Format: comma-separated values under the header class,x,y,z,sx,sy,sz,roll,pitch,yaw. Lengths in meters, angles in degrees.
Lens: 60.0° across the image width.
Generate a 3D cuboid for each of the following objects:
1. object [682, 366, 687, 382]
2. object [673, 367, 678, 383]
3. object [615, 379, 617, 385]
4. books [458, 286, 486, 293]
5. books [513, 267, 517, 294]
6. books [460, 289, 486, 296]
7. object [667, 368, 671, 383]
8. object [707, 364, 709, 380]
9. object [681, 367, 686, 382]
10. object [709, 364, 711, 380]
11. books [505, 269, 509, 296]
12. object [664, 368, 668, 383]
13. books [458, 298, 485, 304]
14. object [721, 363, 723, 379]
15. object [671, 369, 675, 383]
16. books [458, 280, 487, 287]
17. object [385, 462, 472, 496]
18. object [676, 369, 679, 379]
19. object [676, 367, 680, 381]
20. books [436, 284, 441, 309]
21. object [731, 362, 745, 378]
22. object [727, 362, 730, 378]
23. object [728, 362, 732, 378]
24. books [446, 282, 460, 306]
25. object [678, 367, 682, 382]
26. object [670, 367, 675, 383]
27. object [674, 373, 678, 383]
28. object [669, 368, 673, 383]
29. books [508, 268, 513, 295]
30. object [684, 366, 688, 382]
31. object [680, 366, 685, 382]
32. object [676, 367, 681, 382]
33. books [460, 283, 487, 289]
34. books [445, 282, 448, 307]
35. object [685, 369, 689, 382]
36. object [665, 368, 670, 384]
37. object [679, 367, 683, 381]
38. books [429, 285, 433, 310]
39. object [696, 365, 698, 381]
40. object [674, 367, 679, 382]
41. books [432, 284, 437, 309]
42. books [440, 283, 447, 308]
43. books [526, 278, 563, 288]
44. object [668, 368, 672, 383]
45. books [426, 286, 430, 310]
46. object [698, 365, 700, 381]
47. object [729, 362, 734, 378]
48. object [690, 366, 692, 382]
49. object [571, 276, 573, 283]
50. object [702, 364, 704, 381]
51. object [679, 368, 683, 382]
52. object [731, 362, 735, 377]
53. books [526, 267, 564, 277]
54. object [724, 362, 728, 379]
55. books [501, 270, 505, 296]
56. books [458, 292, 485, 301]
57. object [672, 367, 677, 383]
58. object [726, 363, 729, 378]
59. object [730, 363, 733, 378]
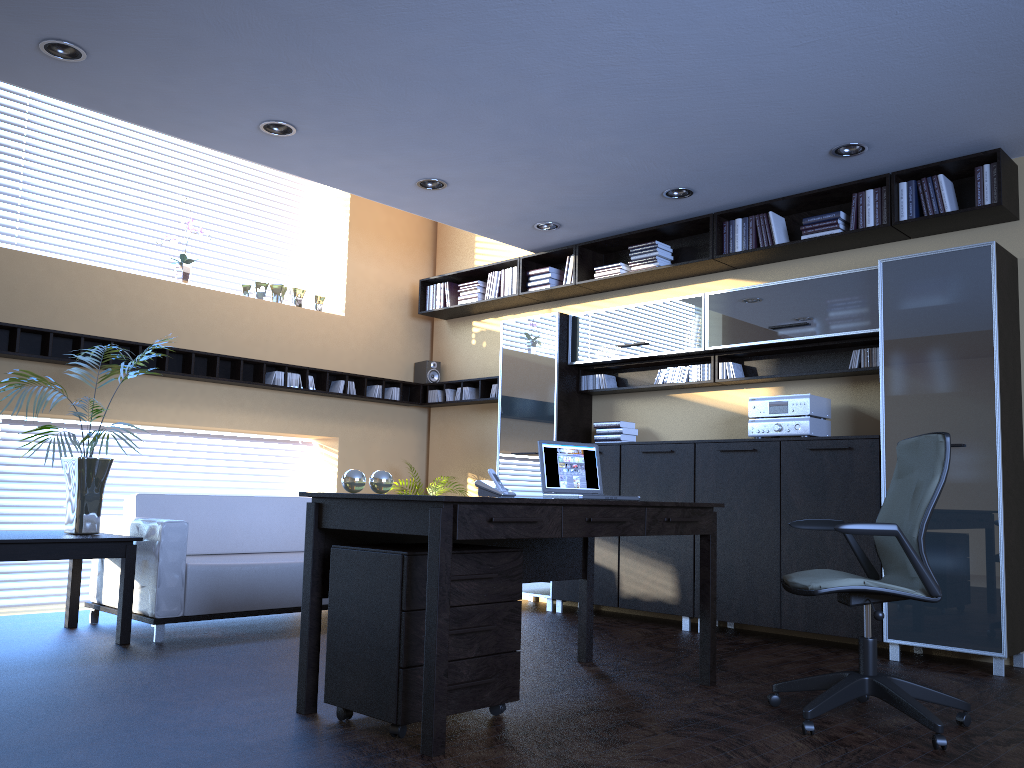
class,x,y,z,sx,sy,sz,roll,pitch,yaw
object,1.342,-0.066,6.689,0.040,0.118,0.142,-4,-9,43
object,1.284,-0.060,6.746,0.040,0.118,0.142,-4,-9,44
object,0.804,-0.013,7.203,0.036,0.115,0.140,-4,-9,43
books,-0.344,-0.868,8.290,0.259,0.028,0.208,-5,-10,44
books,0.092,-0.893,7.877,0.050,0.258,0.208,-4,-8,43
books,-0.323,-0.838,8.295,0.259,0.028,0.208,-5,-10,43
object,1.240,-0.056,6.786,0.036,0.115,0.140,-4,-9,43
object,1.483,-0.079,6.551,0.009,0.120,0.142,-4,-9,43
object,1.335,-0.065,6.697,0.040,0.118,0.142,-4,-9,43
object,1.495,-0.081,6.535,0.009,0.120,0.142,-4,-9,43
books,0.021,-0.885,7.954,0.050,0.258,0.208,-4,-8,43
object,1.222,-0.055,6.798,0.040,0.118,0.142,-4,-9,43
books,-0.339,-0.748,8.276,0.259,0.050,0.208,-5,-10,44
object,1.567,-0.088,6.467,0.009,0.120,0.142,-4,-9,43
object,1.269,-0.059,6.759,0.036,0.115,0.140,-4,-9,43
books,-0.339,-0.922,8.313,0.258,0.028,0.208,-5,-10,43
object,-0.775,1.289,8.050,0.841,1.237,0.691,3,-6,-13
object,1.298,-0.061,6.731,0.040,0.118,0.142,-4,-9,43
object,1.296,-0.062,6.729,0.036,0.115,0.140,-4,-9,43
books,-0.641,-0.824,8.579,0.050,0.258,0.208,-4,-8,44
object,1.636,-0.092,6.413,0.040,0.118,0.142,-4,-9,43
object,1.607,-0.091,6.435,0.030,0.119,0.142,-4,-9,43
object,1.615,-0.091,6.428,0.030,0.119,0.142,-4,-9,43
books,-0.535,-0.834,8.477,0.075,0.259,0.208,-4,-8,43
object,1.309,-0.063,6.713,0.036,0.115,0.140,-4,-9,43
object,1.258,-0.059,6.762,0.040,0.118,0.142,-4,-9,43
object,1.291,-0.061,6.738,0.040,0.118,0.142,-4,-9,43
object,1.254,-0.057,6.772,0.036,0.115,0.140,-4,-9,44
books,0.054,-0.890,7.913,0.050,0.258,0.208,-4,-9,44
object,1.346,-0.067,6.679,0.036,0.115,0.140,-4,-9,43
object,1.325,-0.065,6.701,0.040,0.118,0.142,-4,-9,43
object,1.301,-0.063,6.720,0.040,0.118,0.142,-4,-9,43
books,-0.323,-0.895,8.296,0.258,0.028,0.208,-5,-10,43
books,-0.555,-0.831,8.502,0.075,0.259,0.208,-4,-8,43
object,1.355,-0.067,6.674,0.040,0.118,0.142,-4,-9,43
object,1.230,-0.056,6.791,0.040,0.118,0.142,-4,-9,43
object,1.312,-0.063,6.717,0.040,0.118,0.142,-4,-9,43
books,-0.714,-0.816,8.652,0.050,0.258,0.208,-4,-8,43
object,1.417,-0.073,6.614,0.009,0.120,0.142,-4,-9,43
object,1.287,-0.061,6.734,0.036,0.115,0.140,-4,-9,43
books,-0.684,-0.821,8.609,0.050,0.258,0.208,-4,-8,42
books,-0.603,-0.827,8.543,0.050,0.258,0.208,-4,-8,43
books,0.290,-0.858,7.685,0.258,0.050,0.208,-5,-10,43
object,1.245,-0.057,6.777,0.036,0.115,0.140,-4,-9,43
books,-0.754,-0.813,8.685,0.050,0.258,0.208,-4,-8,43
object,1.430,-0.075,6.598,0.009,0.120,0.142,-4,-9,43
object,1.625,-0.091,6.424,0.030,0.119,0.142,-4,-9,43
object,1.380,-0.070,6.647,0.009,0.120,0.142,-4,-9,43
object,0.587,-0.938,7.419,0.075,0.259,0.208,-4,-8,43
object,1.454,-0.077,6.579,0.009,0.120,0.142,-4,-9,43
object,1.322,-0.063,6.713,0.040,0.118,0.142,-4,-9,43
object,1.635,-0.092,6.411,0.036,0.115,0.140,-4,-9,44
books,0.290,-0.958,7.706,0.258,0.050,0.208,-5,-10,43
object,1.586,-0.089,6.457,0.009,0.120,0.142,-4,-9,43
books,-0.016,-0.882,7.990,0.050,0.258,0.208,-4,-9,44
books,-0.342,-0.798,8.292,0.258,0.050,0.208,-5,-10,42
object,1.275,-0.060,6.751,0.040,0.118,0.142,-4,-9,43
object,1.602,-0.090,6.444,0.026,0.117,0.140,-4,-9,43
object,1.623,-0.092,6.421,0.026,0.117,0.140,-4,-9,44
